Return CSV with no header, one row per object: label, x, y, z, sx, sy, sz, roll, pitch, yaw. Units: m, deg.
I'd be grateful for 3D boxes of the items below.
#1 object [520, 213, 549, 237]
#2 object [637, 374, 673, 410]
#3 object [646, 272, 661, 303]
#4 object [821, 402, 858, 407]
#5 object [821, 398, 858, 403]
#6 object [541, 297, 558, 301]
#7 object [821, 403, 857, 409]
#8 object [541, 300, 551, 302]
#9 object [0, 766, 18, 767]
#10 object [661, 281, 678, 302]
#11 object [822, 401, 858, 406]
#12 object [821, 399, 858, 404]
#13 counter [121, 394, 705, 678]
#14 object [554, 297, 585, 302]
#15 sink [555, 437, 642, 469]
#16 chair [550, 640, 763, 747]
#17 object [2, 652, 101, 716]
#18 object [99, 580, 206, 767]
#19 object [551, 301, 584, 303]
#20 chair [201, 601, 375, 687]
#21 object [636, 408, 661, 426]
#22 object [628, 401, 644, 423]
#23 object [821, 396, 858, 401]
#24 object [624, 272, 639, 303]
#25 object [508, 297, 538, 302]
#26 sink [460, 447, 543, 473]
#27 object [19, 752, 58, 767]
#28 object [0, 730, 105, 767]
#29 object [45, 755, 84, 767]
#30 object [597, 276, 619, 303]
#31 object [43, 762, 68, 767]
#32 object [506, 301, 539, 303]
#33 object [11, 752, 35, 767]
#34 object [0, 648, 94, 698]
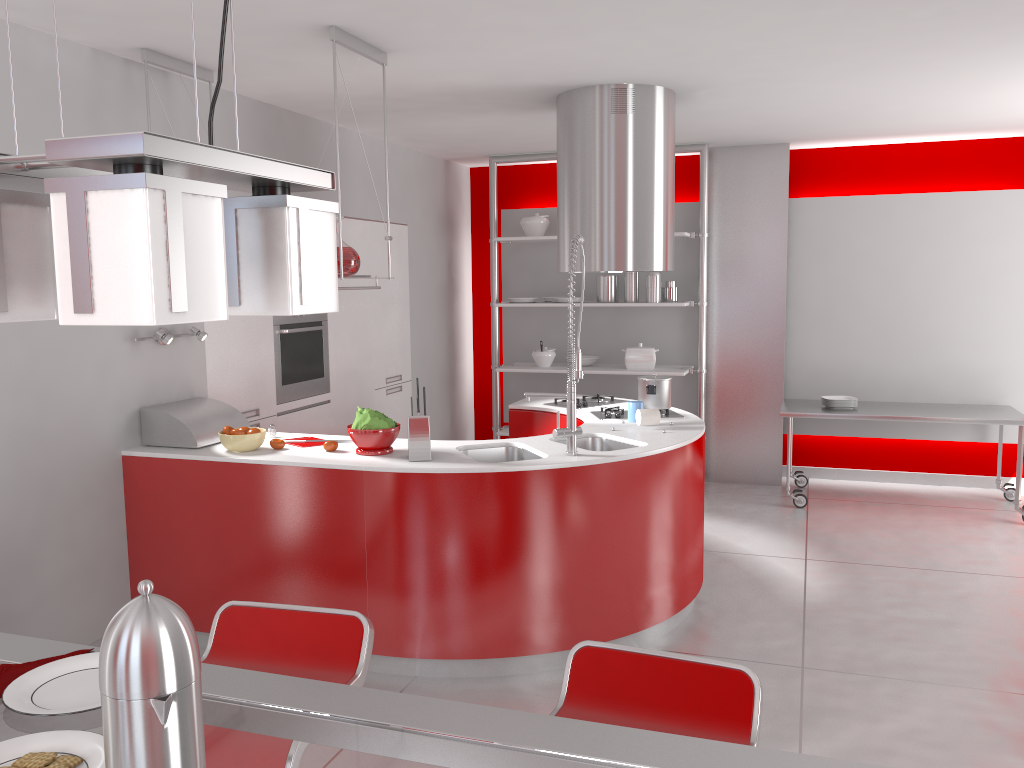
object,0.180,-1.248,6.989,0.231,0.191,0.231,-5,8,-30
object,0.769,0.038,4.777,0.189,0.185,0.218,-3,7,-19
object,1.058,-0.745,6.628,0.115,0.274,0.115,1,7,12
object,2.329,0.148,6.314,0.228,0.020,0.228,-1,7,1
object,2.329,0.118,6.311,0.228,0.020,0.228,-1,7,1
object,0.360,-0.680,7.151,0.244,0.042,0.244,1,7,11
object,2.329,0.158,6.315,0.228,0.020,0.228,-1,7,1
object,0.360,-0.666,7.152,0.280,0.015,0.280,-5,8,-34
object,-0.635,0.486,1.102,0.036,0.006,0.034,0,7,2
object,1.207,-0.707,6.782,0.127,0.157,0.127,3,8,29
object,2.329,0.138,6.313,0.228,0.020,0.228,-1,7,1
object,2.329,0.128,6.312,0.228,0.020,0.228,-1,7,1
counter,-0.227,0.669,4.375,2.865,0.880,1.868,-6,8,-37
object,0.445,-0.649,6.875,0.244,0.042,0.244,0,7,3
sink,0.390,0.366,4.029,0.326,0.172,0.428,-5,8,-32
chair,0.233,0.990,1.673,0.418,0.857,0.460,2,7,23
object,-0.649,0.456,1.344,0.217,0.015,0.217,-5,8,-35
object,-0.416,0.357,0.997,0.149,0.287,0.113,3,7,27
object,0.445,-0.635,6.876,0.280,0.015,0.280,-7,9,-41
chair,-0.557,0.968,1.946,0.418,0.857,0.460,1,7,14
object,0.659,0.159,4.332,0.100,0.080,0.109,-2,7,-11
object,0.618,0.137,4.454,0.080,0.100,0.109,-2,7,-8
object,2.329,0.108,6.310,0.228,0.020,0.228,-1,7,1
object,0.909,-0.783,6.727,0.109,0.329,0.110,1,7,16
object,0.089,-0.660,7.010,0.244,0.042,0.244,0,7,3
sink,-0.047,0.396,3.816,0.326,0.172,0.428,-3,7,-20
object,-0.599,0.477,1.123,0.034,0.006,0.036,0,7,7
object,-0.598,0.485,1.088,0.217,0.015,0.217,-5,8,-34
object,-0.570,0.482,1.127,0.036,0.006,0.034,1,7,18
object,0.732,-0.732,6.839,0.184,0.205,0.172,2,7,24
object,-0.567,0.480,1.096,0.036,0.006,0.034,5,9,42
object,0.089,-0.647,7.011,0.280,0.015,0.280,-5,8,-34
object,-0.615,0.482,1.133,0.036,0.006,0.034,2,7,19
object,-0.777,0.454,1.394,0.095,0.012,0.234,2,7,19
